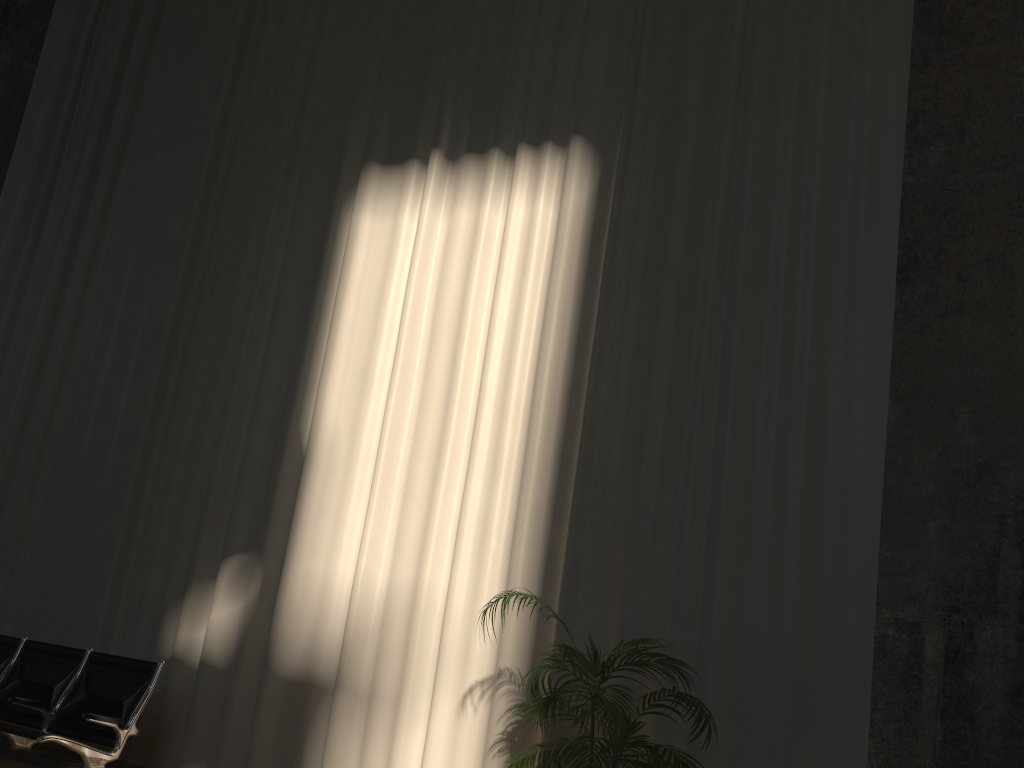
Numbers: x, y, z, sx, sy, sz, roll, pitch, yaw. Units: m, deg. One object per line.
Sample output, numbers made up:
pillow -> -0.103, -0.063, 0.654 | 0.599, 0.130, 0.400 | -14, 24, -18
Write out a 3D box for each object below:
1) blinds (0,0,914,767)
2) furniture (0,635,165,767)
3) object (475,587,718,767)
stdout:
blinds -> -1.348, -1.503, 6.449 | 7.810, 8.416, 0.282 | 1, -13, 27
furniture -> -3.035, 1.889, 5.105 | 1.865, 0.820, 0.731 | 0, -16, 26
object -> 0.333, 1.701, 3.953 | 1.125, 1.417, 1.127 | 4, -14, 17
